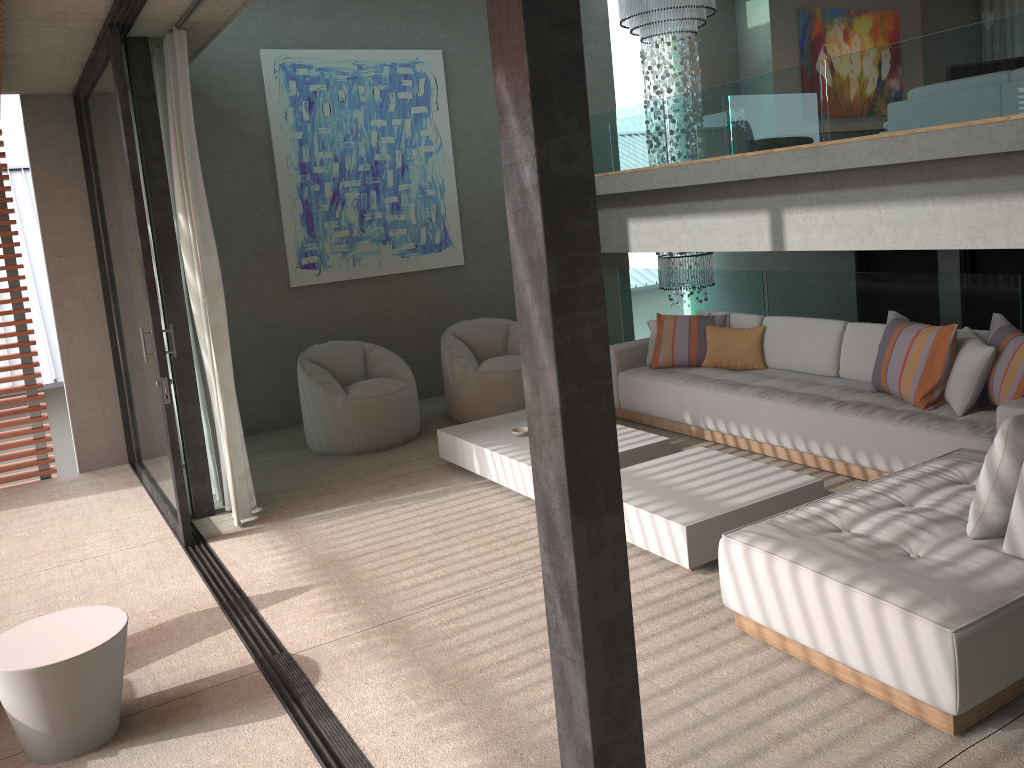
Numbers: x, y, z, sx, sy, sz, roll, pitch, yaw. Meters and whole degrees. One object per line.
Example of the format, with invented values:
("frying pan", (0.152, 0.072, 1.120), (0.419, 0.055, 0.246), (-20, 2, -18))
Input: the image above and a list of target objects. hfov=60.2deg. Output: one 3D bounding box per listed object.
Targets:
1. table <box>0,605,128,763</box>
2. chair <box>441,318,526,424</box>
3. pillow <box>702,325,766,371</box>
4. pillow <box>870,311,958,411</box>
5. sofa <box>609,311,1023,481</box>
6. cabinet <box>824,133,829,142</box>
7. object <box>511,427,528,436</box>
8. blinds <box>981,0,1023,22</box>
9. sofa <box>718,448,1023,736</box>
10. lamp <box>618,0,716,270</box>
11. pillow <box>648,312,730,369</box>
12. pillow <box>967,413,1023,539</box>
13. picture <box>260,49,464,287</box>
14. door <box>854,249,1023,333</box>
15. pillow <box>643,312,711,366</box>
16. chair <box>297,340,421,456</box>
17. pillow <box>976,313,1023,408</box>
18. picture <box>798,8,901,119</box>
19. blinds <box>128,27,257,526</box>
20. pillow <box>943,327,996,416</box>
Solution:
("table", (-1.619, 1.097, 3.205), (0.475, 0.389, 0.480), (3, 13, 41))
("chair", (-0.136, -0.143, 7.592), (0.923, 0.780, 0.930), (-7, 9, -5))
("pillow", (1.658, -0.271, 6.592), (0.463, 0.321, 0.229), (-1, 9, 23))
("pillow", (2.343, -0.141, 5.210), (0.311, 0.489, 0.745), (-7, 10, -6))
("sofa", (2.008, 0.000, 5.813), (1.055, 0.745, 3.479), (-11, 12, -29))
("cabinet", (4.010, -2.867, 10.928), (2.486, 0.449, 0.417), (-12, 11, -29))
("object", (0.207, 0.313, 5.770), (0.436, 0.039, 0.157), (-2, 11, 16))
("blinds", (7.648, -4.149, 10.975), (0.224, 2.700, 3.869), (-9, 10, -29))
("sofa", (1.725, 0.518, 3.407), (1.606, 0.725, 1.018), (-12, 11, -29))
("lamp", (1.740, -2.784, 9.421), (1.000, 3.901, 1.009), (0, 9, 40))
("pillow", (1.374, -0.337, 6.826), (0.654, 0.438, 0.344), (-3, 9, 14))
("pillow", (1.876, 0.302, 3.199), (0.495, 0.478, 0.267), (-11, 9, -29))
("picture", (-1.311, -2.012, 8.092), (1.731, 2.029, 0.030), (-11, 8, -29))
("door", (1.661, 0.761, 0.405), (5.772, 4.428, 15.513), (0, 12, 32))
("pillow", (1.333, -0.329, 7.022), (0.617, 0.416, 0.315), (-4, 8, 7))
("chair", (-1.223, 0.067, 7.078), (0.927, 0.780, 0.926), (-10, 10, -25))
("pillow", (2.666, -0.080, 4.680), (0.279, 0.499, 0.706), (-4, 10, 14))
("picture", (4.071, -3.818, 10.536), (1.762, 1.238, 0.030), (-11, 8, -29))
("blinds", (-2.321, -0.737, 6.183), (0.224, 2.894, 2.437), (-9, 9, -29))
("pillow", (2.531, -0.081, 4.947), (0.238, 0.401, 0.602), (-4, 10, 14))
